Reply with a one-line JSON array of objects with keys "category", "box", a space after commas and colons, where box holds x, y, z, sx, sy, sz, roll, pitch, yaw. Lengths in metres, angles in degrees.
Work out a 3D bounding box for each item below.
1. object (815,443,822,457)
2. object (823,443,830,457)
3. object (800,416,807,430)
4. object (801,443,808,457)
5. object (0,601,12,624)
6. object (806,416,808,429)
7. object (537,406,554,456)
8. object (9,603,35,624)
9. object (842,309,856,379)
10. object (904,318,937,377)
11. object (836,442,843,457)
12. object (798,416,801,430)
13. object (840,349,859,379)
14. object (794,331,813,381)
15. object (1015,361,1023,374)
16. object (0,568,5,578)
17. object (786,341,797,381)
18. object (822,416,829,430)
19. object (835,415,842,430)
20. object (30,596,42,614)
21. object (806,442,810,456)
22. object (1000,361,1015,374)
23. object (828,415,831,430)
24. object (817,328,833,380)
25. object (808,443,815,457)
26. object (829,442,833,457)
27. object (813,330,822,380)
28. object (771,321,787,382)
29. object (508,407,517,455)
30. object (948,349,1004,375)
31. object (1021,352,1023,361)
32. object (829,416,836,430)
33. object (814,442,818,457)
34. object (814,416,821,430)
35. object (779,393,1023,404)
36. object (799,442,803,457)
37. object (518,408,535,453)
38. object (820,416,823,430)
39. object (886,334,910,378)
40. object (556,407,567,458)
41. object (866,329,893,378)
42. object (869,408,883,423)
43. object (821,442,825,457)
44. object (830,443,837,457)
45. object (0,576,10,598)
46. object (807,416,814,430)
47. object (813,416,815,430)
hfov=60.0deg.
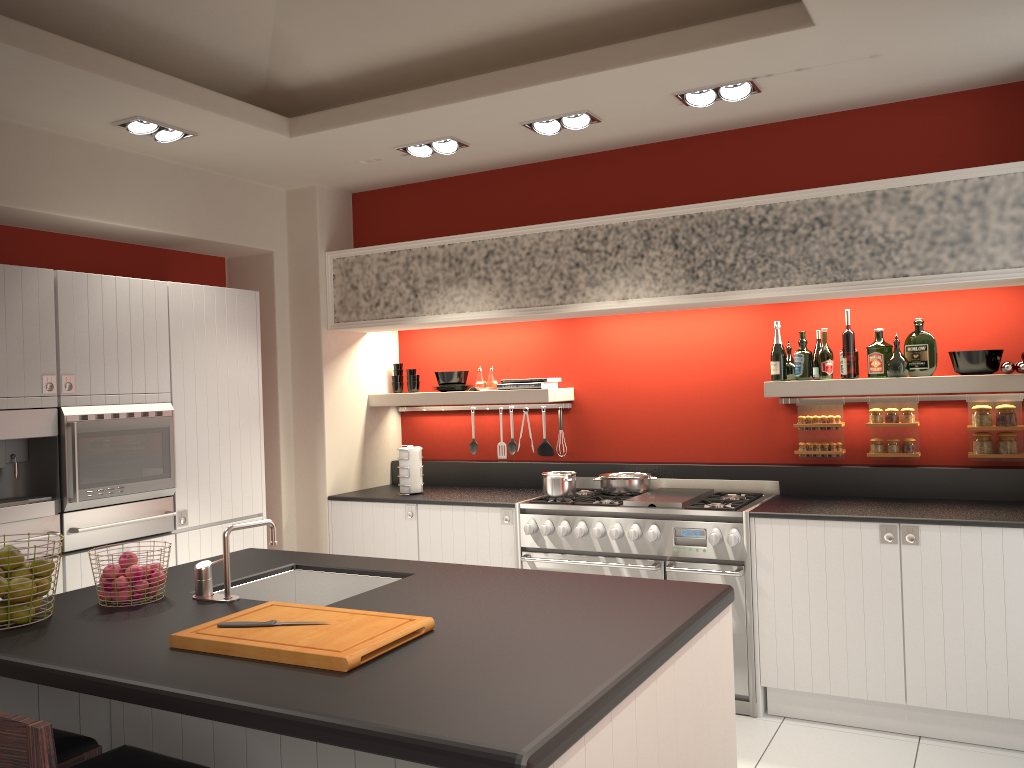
[{"category": "object", "box": [1.692, 0.364, 4.892, 0.034, 0.078, 0.034, -2, -1, -41]}, {"category": "object", "box": [1.726, 0.362, 4.873, 0.034, 0.078, 0.034, -2, -1, -41]}, {"category": "object", "box": [1.618, 0.218, 4.930, 0.034, 0.078, 0.034, -2, -1, -41]}, {"category": "object", "box": [1.623, 0.366, 4.929, 0.034, 0.078, 0.034, -2, -1, -41]}, {"category": "object", "box": [-1.475, 0.659, 2.563, 0.068, 0.068, 0.068, -2, 0, 40]}, {"category": "object", "box": [1.655, 0.217, 4.954, 0.034, 0.078, 0.034, -2, -1, -41]}, {"category": "object", "box": [0.219, 0.309, 5.794, 0.123, 0.331, 0.040, -2, -1, 28]}, {"category": "object", "box": [-1.413, 0.657, 2.555, 0.068, 0.068, 0.068, -2, 0, 40]}, {"category": "object", "box": [1.796, -0.209, 4.705, 0.062, 0.366, 0.210, -2, 0, 28]}, {"category": "object", "box": [2.115, -0.189, 4.600, 0.057, 0.303, 0.186, -2, 0, -32]}, {"category": "object", "box": [1.799, 0.360, 4.878, 0.034, 0.078, 0.034, -2, -1, -41]}, {"category": "object", "box": [1.621, 0.218, 4.973, 0.034, 0.078, 0.034, -2, -1, -41]}, {"category": "object", "box": [1.824, -0.158, 4.797, 0.094, 0.263, 0.094, -2, 0, -5]}, {"category": "object", "box": [1.562, -0.150, 4.755, 0.094, 0.264, 0.094, -2, 0, 17]}, {"category": "object", "box": [2.480, -0.081, 4.307, 0.062, 0.062, 0.366, -2, 0, 28]}, {"category": "object", "box": [-1.504, 0.559, 2.569, 0.057, 0.061, 0.062, -2, 0, 43]}, {"category": "object", "box": [1.561, -0.131, 4.991, 0.113, 0.226, 0.113, -2, 0, -20]}, {"category": "object", "box": [1.721, 0.214, 4.874, 0.034, 0.078, 0.034, -2, -1, -41]}, {"category": "object", "box": [1.794, 0.212, 4.879, 0.034, 0.078, 0.034, -2, -1, -41]}, {"category": "object", "box": [-1.444, 0.651, 2.636, 0.084, 0.079, 0.086, -2, 0, -17]}, {"category": "object", "box": [1.660, 0.365, 4.953, 0.034, 0.078, 0.034, -2, -1, -41]}, {"category": "object", "box": [2.425, -0.079, 4.337, 0.062, 0.062, 0.366, -2, 0, 28]}, {"category": "object", "box": [1.760, 0.213, 4.897, 0.034, 0.078, 0.034, -2, -1, -41]}, {"category": "object", "box": [1.697, -0.163, 4.804, 0.080, 0.278, 0.080, -2, -1, 32]}, {"category": "object", "box": [1.658, 0.365, 4.910, 0.034, 0.078, 0.034, -2, -1, -41]}, {"category": "object", "box": [1.765, 0.361, 4.896, 0.034, 0.078, 0.034, -2, -1, -41]}, {"category": "object", "box": [1.699, -0.161, 4.902, 0.083, 0.277, 0.083, -2, -1, 32]}, {"category": "object", "box": [1.453, -0.180, 4.838, 0.083, 0.331, 0.083, -2, 0, 0]}, {"category": "object", "box": [0.000, 0.312, 5.890, 0.067, 0.323, 0.022, -2, -1, 27]}, {"category": "object", "box": [2.348, -0.108, 4.485, 0.251, 0.121, 0.251, -2, 0, 10]}, {"category": "object", "box": [2.517, -0.137, 4.313, 0.062, 0.062, 0.366, -2, 0, 28]}, {"category": "object", "box": [1.756, 0.213, 4.856, 0.034, 0.078, 0.034, -2, -1, -41]}, {"category": "object", "box": [1.695, 0.364, 4.934, 0.034, 0.078, 0.034, -2, -1, -41]}, {"category": "object", "box": [1.687, 0.215, 4.893, 0.034, 0.078, 0.034, -2, -1, -41]}, {"category": "object", "box": [2.131, 0.078, 4.765, 1.355, 0.034, 0.048, -2, 0, 28]}, {"category": "object", "box": [1.626, 0.366, 4.971, 0.034, 0.078, 0.034, -2, -1, -41]}, {"category": "object", "box": [0.087, 0.305, 5.845, 0.124, 0.297, 0.009, -2, -1, 28]}, {"category": "object", "box": [1.726, 0.214, 4.916, 0.034, 0.078, 0.034, -2, -1, -41]}, {"category": "object", "box": [1.966, -0.146, 4.526, 0.113, 0.226, 0.113, -2, -1, 40]}, {"category": "object", "box": [0.317, 0.311, 5.721, 0.069, 0.328, 0.069, -2, 0, 6]}, {"category": "object", "box": [1.942, -0.161, 4.682, 0.071, 0.260, 0.112, -2, -1, -33]}, {"category": "object", "box": [1.960, 0.175, 4.772, 0.068, 0.088, 0.068, -2, 0, -41]}, {"category": "object", "box": [1.731, 0.362, 4.915, 0.034, 0.078, 0.034, -2, -1, -41]}, {"category": "object", "box": [1.761, 0.361, 4.855, 0.034, 0.078, 0.034, -2, -1, -41]}, {"category": "object", "box": [-1.466, 0.575, 2.522, 0.067, 0.068, 0.067, -2, 0, -9]}, {"category": "object", "box": [1.653, 0.217, 4.912, 0.034, 0.078, 0.034, -2, -1, -41]}, {"category": "object", "box": [1.690, 0.215, 4.935, 0.034, 0.078, 0.034, -2, -1, -41]}]
